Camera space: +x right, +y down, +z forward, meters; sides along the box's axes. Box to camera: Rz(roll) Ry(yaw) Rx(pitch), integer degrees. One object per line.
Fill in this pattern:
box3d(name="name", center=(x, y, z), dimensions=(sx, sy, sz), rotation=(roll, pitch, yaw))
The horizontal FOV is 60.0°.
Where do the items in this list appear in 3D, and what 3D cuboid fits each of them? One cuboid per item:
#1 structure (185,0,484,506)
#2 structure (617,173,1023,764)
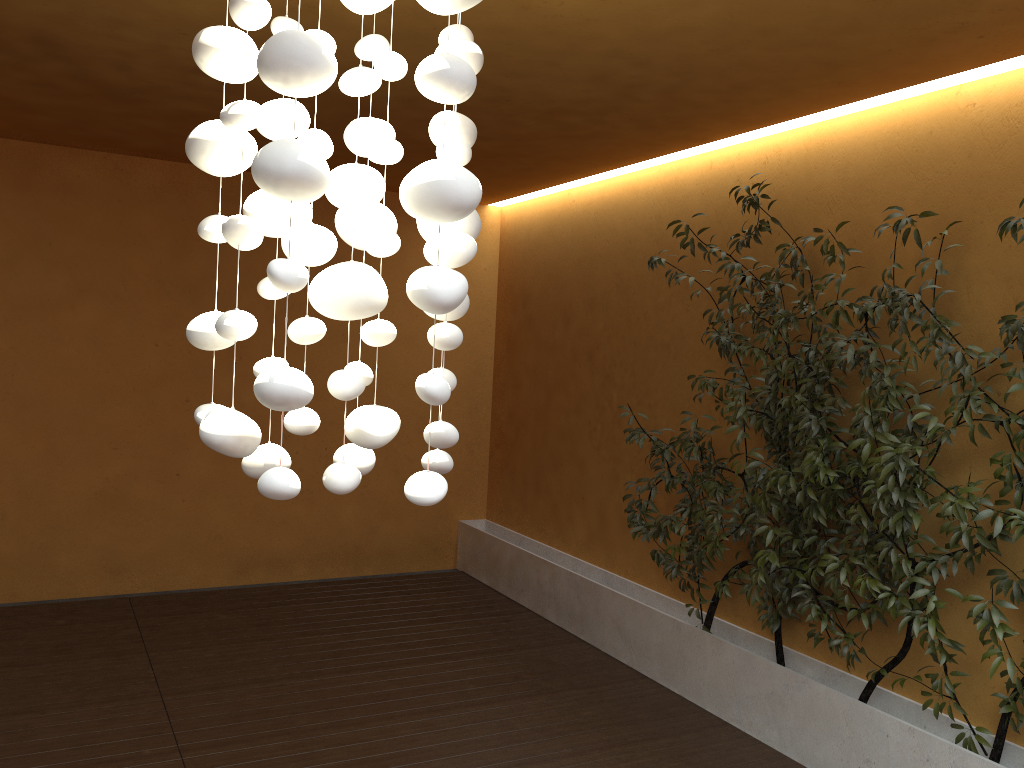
box3d(name="structure", center=(-0.330, -0.525, 1.889), dimensions=(1.002, 1.529, 1.002), rotation=(4, 2, 20))
box3d(name="structure", center=(1.488, 0.229, 3.658), dimensions=(0.622, 2.483, 3.166), rotation=(2, 2, -29))
